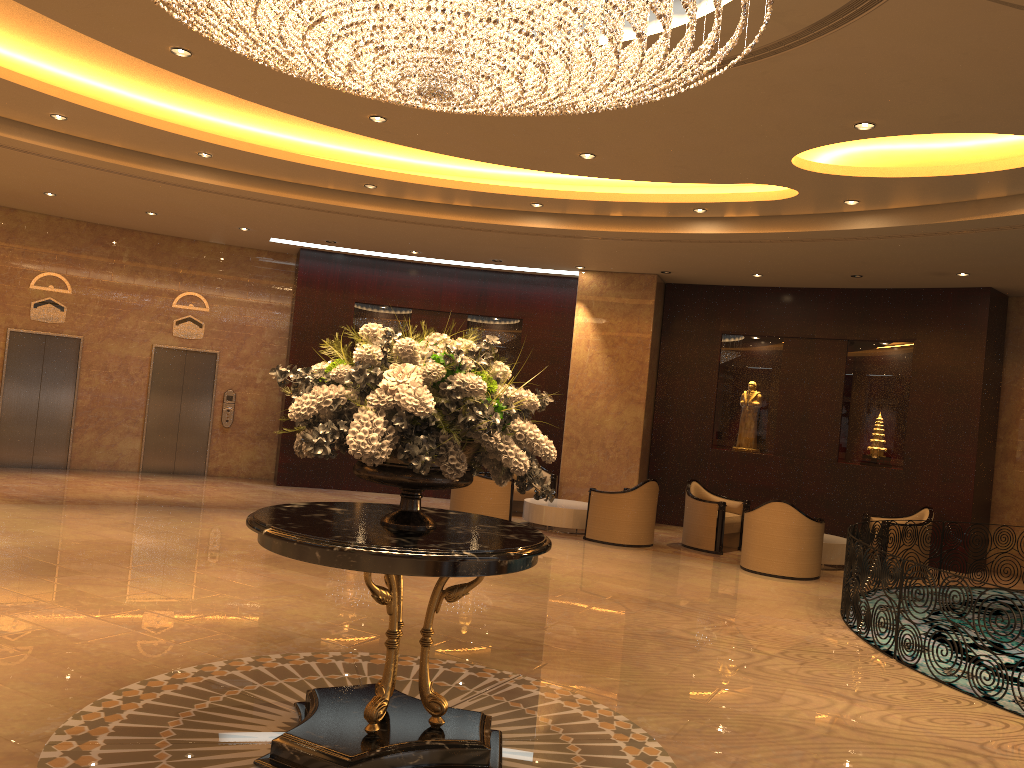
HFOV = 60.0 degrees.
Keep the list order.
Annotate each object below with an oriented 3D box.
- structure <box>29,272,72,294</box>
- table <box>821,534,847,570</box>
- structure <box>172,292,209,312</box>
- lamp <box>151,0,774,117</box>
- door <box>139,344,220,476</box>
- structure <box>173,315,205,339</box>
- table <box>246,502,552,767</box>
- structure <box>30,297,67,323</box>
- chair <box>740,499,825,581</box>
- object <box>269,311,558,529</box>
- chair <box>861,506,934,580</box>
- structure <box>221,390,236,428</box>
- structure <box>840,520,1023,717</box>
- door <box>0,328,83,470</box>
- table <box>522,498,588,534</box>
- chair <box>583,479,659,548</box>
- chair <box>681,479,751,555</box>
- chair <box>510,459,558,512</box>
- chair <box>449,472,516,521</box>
[{"bbox_3d":[-7.244,-1.609,13.957,0.600,0.293,0.010,6,-2,-36],"label":"structure"},{"bbox_3d":[3.912,2.205,11.872,1.196,0.354,1.196,6,-2,-33],"label":"table"},{"bbox_3d":[-5.424,-1.410,15.017,0.600,0.293,0.010,6,-1,-25],"label":"structure"},{"bbox_3d":[-0.328,-2.046,4.486,3.204,1.196,3.206,6,-1,-24],"label":"lamp"},{"bbox_3d":[-5.628,0.455,15.022,1.070,2.149,0.150,6,-1,-25],"label":"door"},{"bbox_3d":[-5.467,-0.965,15.009,0.504,0.405,0.012,6,-1,-25],"label":"structure"},{"bbox_3d":[-0.594,1.231,4.388,1.493,1.089,1.493,5,-1,23],"label":"table"},{"bbox_3d":[-7.287,-1.164,13.948,0.504,0.405,0.012,6,-2,-36],"label":"structure"},{"bbox_3d":[3.257,1.835,10.731,0.951,0.916,0.769,5,-1,25],"label":"chair"},{"bbox_3d":[-0.492,0.192,4.375,1.318,0.999,1.277,6,-1,-30],"label":"object"},{"bbox_3d":[5.100,2.035,11.704,0.769,0.916,0.951,5,-1,5],"label":"chair"},{"bbox_3d":[-4.878,0.425,15.261,0.200,0.661,0.053,6,-1,-21],"label":"structure"},{"bbox_3d":[5.528,2.160,8.861,7.624,0.995,3.815,7,-2,-42],"label":"structure"},{"bbox_3d":[-7.450,0.253,13.949,1.070,2.145,0.150,6,-2,-35],"label":"door"},{"bbox_3d":[0.756,1.924,12.940,1.196,0.354,1.196,6,-2,-34],"label":"table"},{"bbox_3d":[1.563,1.701,12.063,0.769,0.916,0.951,4,-2,44],"label":"chair"},{"bbox_3d":[2.795,1.826,12.341,0.769,0.916,0.951,4,-2,40],"label":"chair"},{"bbox_3d":[0.199,1.613,14.037,0.951,0.916,0.769,6,-1,-10],"label":"chair"},{"bbox_3d":[-0.475,1.514,12.507,0.769,0.916,0.951,6,-1,-25],"label":"chair"}]
